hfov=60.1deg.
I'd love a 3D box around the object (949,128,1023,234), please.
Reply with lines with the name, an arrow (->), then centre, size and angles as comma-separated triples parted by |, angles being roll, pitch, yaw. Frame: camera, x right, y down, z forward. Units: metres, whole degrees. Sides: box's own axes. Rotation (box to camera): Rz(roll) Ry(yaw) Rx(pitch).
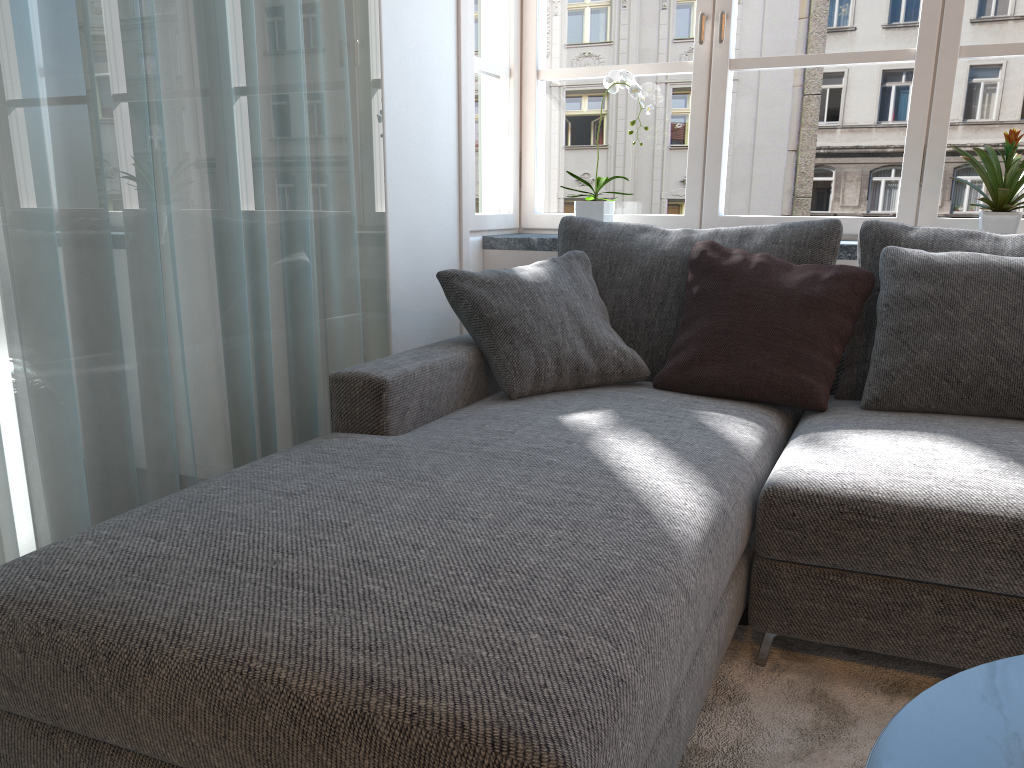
object -> 1.453, -0.566, 2.548 | 0.376, 0.334, 0.317 | 0, 14, -1

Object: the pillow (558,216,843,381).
pillow -> 0.486, -0.236, 2.560 | 0.833, 0.487, 0.271 | 6, 15, 23

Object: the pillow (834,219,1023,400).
pillow -> 1.287, -0.165, 2.232 | 0.837, 0.484, 0.272 | 6, 15, 23

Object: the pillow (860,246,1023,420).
pillow -> 1.216, -0.116, 2.119 | 0.665, 0.405, 0.287 | 6, 15, 23

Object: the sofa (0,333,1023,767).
sofa -> 0.979, 0.306, 1.526 | 3.058, 0.684, 2.010 | 5, 13, 23

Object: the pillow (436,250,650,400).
pillow -> 0.089, -0.171, 2.422 | 0.513, 0.366, 0.341 | -6, 15, -26

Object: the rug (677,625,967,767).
rug -> 0.502, 0.829, 0.629 | 2.837, 0.012, 2.788 | 1, 12, 4

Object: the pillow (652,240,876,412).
pillow -> 0.657, -0.163, 2.330 | 0.519, 0.411, 0.306 | 6, 15, 25

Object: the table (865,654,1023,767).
table -> 0.661, 0.596, 0.601 | 0.844, 0.481, 0.835 | 6, 14, 25
